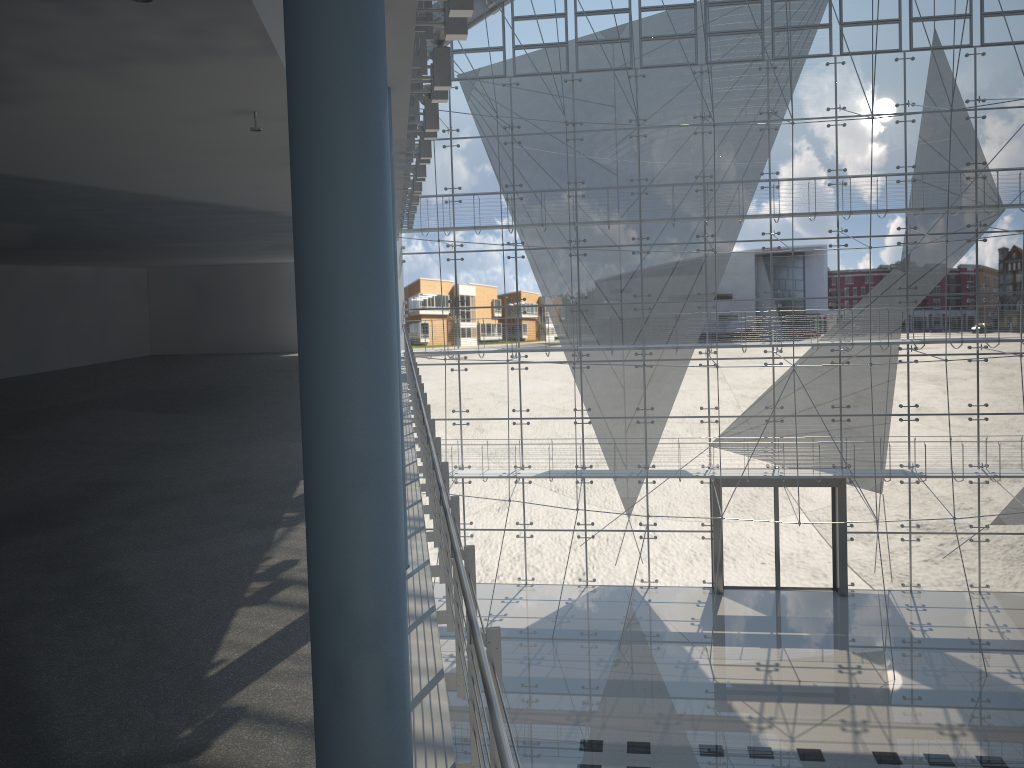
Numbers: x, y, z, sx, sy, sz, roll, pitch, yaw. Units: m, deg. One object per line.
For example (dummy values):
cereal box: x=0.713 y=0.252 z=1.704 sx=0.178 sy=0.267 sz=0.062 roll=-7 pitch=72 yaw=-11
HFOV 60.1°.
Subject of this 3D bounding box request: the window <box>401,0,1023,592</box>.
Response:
window: x=1.018 y=-0.518 z=3.661 sx=3.847 sy=2.764 sz=0.010 roll=-1 pitch=3 yaw=8
